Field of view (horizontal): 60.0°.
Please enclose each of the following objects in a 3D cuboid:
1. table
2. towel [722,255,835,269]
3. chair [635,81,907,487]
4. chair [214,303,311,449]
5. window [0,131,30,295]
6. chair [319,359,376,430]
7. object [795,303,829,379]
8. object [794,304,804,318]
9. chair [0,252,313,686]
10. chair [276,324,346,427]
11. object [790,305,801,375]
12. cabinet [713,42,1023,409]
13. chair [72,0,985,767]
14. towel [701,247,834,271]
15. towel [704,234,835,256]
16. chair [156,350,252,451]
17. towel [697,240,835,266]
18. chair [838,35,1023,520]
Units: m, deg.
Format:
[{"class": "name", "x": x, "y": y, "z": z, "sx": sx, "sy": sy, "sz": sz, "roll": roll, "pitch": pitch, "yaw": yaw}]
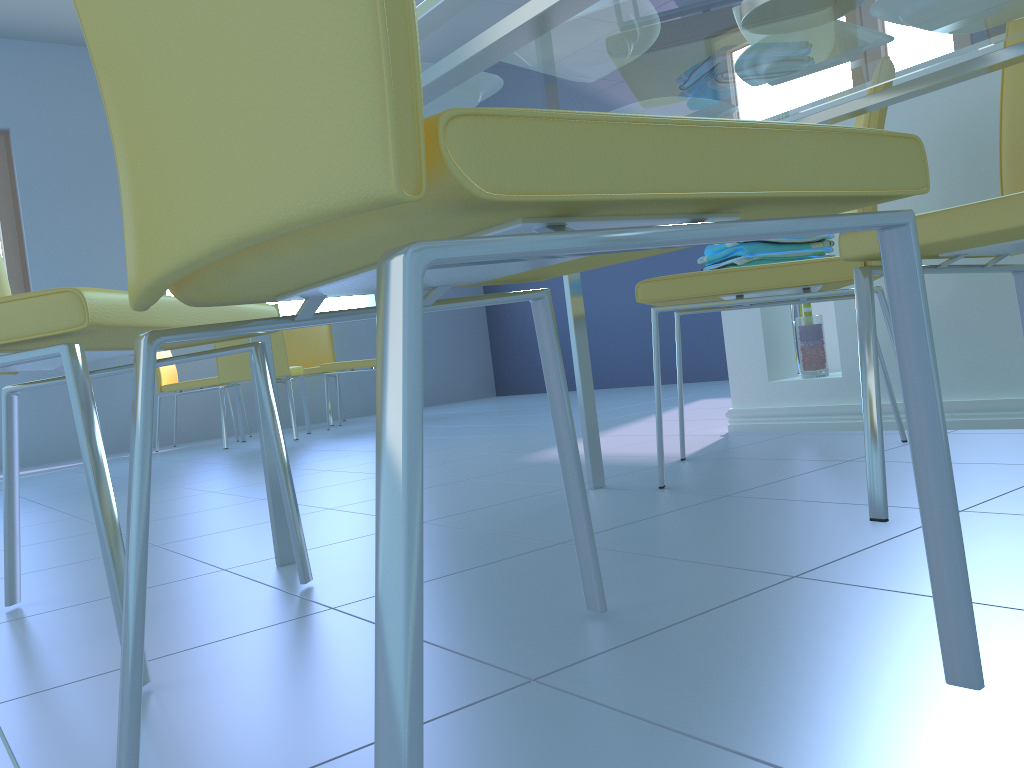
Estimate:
[{"class": "table", "x": 0.218, "y": -0.086, "z": 1.053, "sx": 0.730, "sy": 0.590, "sz": 1.173, "roll": -8, "pitch": 2, "yaw": -36}, {"class": "towel", "x": 0.487, "y": -0.224, "z": 1.707, "sx": 0.195, "sy": 0.024, "sz": 0.201, "roll": -7, "pitch": 1, "yaw": -17}, {"class": "chair", "x": 0.508, "y": -0.196, "z": 1.707, "sx": 0.484, "sy": 0.695, "sz": 0.387, "roll": -7, "pitch": 1, "yaw": 17}, {"class": "chair", "x": -1.332, "y": -0.045, "z": 4.693, "sx": 0.387, "sy": 0.695, "sz": 0.484, "roll": -7, "pitch": 1, "yaw": -5}, {"class": "window", "x": -3.488, "y": -0.784, "z": 4.819, "sx": 1.475, "sy": 1.263, "sz": 0.142, "roll": -8, "pitch": 2, "yaw": -36}, {"class": "chair", "x": -0.861, "y": -0.115, "z": 5.257, "sx": 0.484, "sy": 0.699, "sz": 0.387, "roll": -7, "pitch": 1, "yaw": 0}, {"class": "object", "x": 0.742, "y": -0.227, "z": 2.246, "sx": 0.067, "sy": 0.423, "sz": 0.229, "roll": -7, "pitch": 1, "yaw": -5}, {"class": "object", "x": 0.832, "y": -0.216, "z": 2.538, "sx": 0.085, "sy": 0.365, "sz": 0.050, "roll": -8, "pitch": 2, "yaw": -38}, {"class": "chair", "x": -0.581, "y": -0.046, "z": 1.041, "sx": 0.484, "sy": 0.695, "sz": 0.387, "roll": -7, "pitch": 1, "yaw": 12}, {"class": "chair", "x": -1.349, "y": -0.070, "z": 5.774, "sx": 0.387, "sy": 0.695, "sz": 0.484, "roll": -7, "pitch": 1, "yaw": 0}, {"class": "object", "x": 0.747, "y": -0.235, "z": 2.495, "sx": 0.090, "sy": 0.427, "sz": 0.054, "roll": -7, "pitch": 1, "yaw": -4}, {"class": "cabinet", "x": 1.969, "y": -0.438, "z": 2.329, "sx": 2.200, "sy": 0.800, "sz": 2.139, "roll": -8, "pitch": 2, "yaw": -36}, {"class": "chair", "x": -0.028, "y": -0.103, "z": 0.589, "sx": 0.484, "sy": 0.695, "sz": 0.387, "roll": -8, "pitch": 2, "yaw": -39}, {"class": "towel", "x": 0.482, "y": -0.237, "z": 1.702, "sx": 0.195, "sy": 0.024, "sz": 0.201, "roll": -7, "pitch": 1, "yaw": -11}, {"class": "towel", "x": 0.484, "y": -0.269, "z": 1.701, "sx": 0.195, "sy": 0.033, "sz": 0.190, "roll": -7, "pitch": 1, "yaw": -10}, {"class": "chair", "x": -1.854, "y": 0.006, "z": 5.202, "sx": 0.484, "sy": 0.695, "sz": 0.387, "roll": -7, "pitch": 1, "yaw": -5}, {"class": "towel", "x": 0.483, "y": -0.253, "z": 1.704, "sx": 0.195, "sy": 0.027, "sz": 0.192, "roll": -7, "pitch": 1, "yaw": -15}, {"class": "chair", "x": 0.724, "y": -0.208, "z": 1.114, "sx": 0.484, "sy": 0.695, "sz": 0.387, "roll": -8, "pitch": 2, "yaw": -34}]
